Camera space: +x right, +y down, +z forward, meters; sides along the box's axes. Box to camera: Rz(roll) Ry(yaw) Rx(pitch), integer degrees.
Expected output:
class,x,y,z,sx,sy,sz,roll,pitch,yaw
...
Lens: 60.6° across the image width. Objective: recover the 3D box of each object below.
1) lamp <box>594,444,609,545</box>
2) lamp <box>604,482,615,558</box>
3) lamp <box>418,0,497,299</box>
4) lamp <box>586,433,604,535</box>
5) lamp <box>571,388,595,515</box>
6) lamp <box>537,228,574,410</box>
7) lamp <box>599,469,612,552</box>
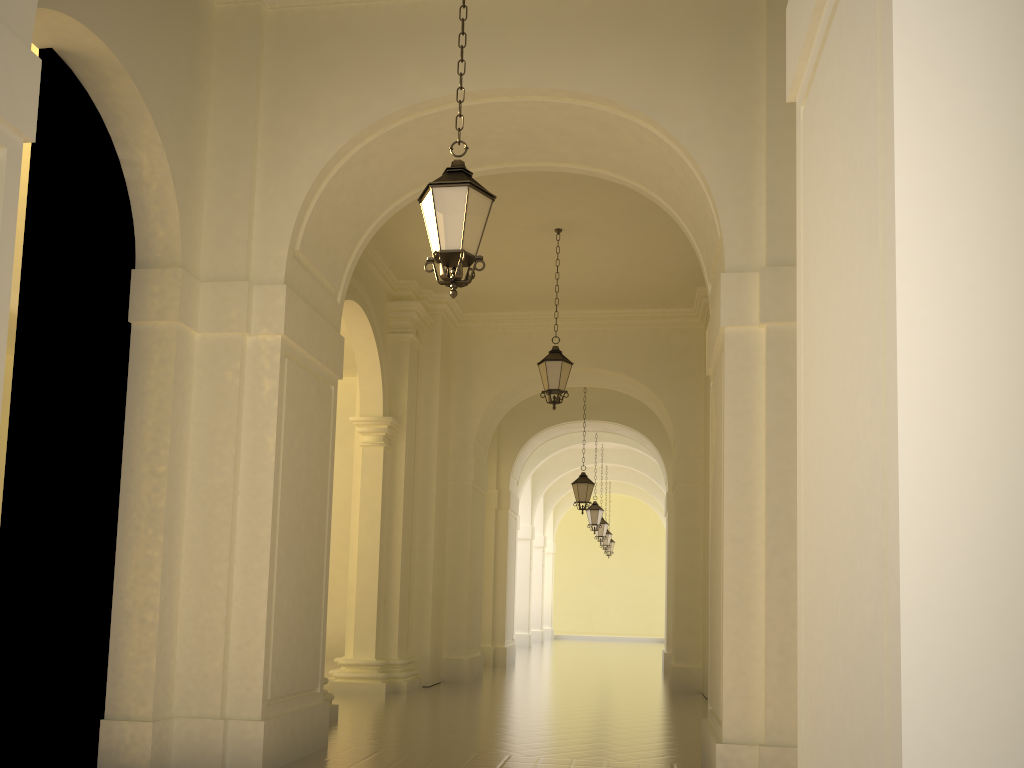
class,x,y,z,sx,sy,sz,roll,pitch,yaw
lamp,2.782,3.352,27.201,0.510,3.258,0.449,1,-6,8
lamp,3.863,5.271,34.720,0.510,3.258,0.449,1,-6,8
lamp,-0.321,-2.151,5.627,0.444,3.258,0.516,4,-6,-21
lamp,2.230,2.373,23.360,0.510,3.258,0.449,1,-6,8
lamp,1.514,1.103,18.383,0.444,3.258,0.516,4,-6,-21
lamp,0.609,-0.894,12.059,0.444,2.526,0.516,-3,-7,38
lamp,3.324,4.314,30.972,0.510,3.258,0.449,1,-6,8
